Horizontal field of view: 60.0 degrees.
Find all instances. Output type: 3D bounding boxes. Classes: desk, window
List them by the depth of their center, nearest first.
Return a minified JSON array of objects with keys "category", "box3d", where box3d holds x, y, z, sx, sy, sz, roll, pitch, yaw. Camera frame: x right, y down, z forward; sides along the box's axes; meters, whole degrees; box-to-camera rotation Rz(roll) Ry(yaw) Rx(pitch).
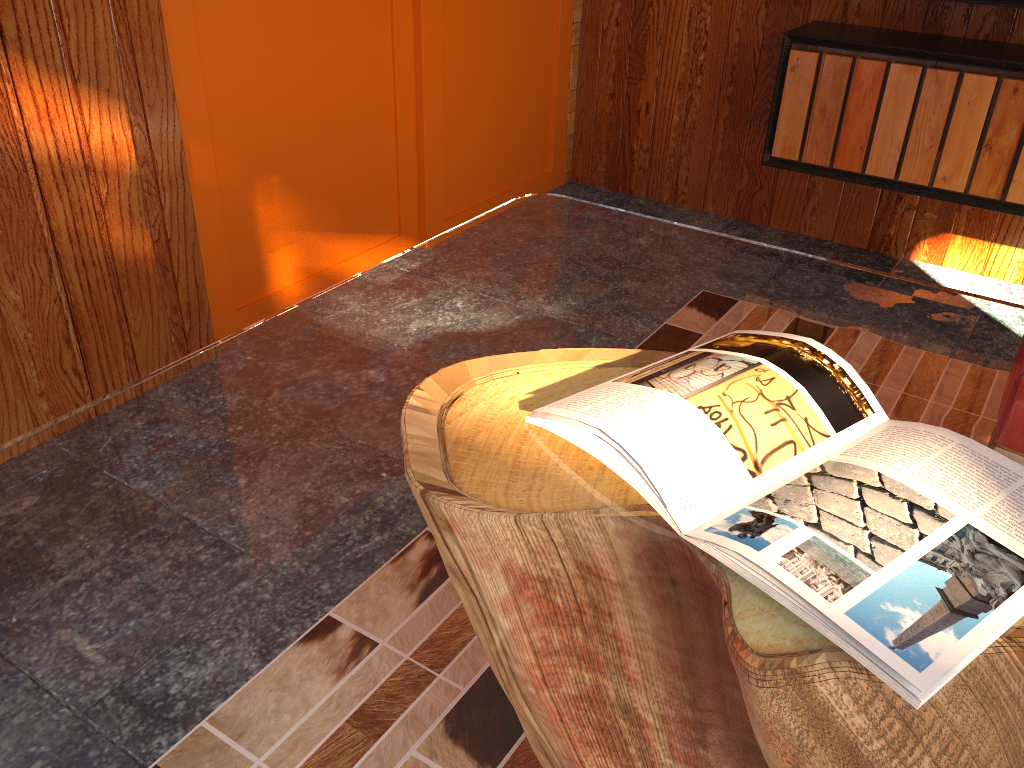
[{"category":"desk","box3d":[0.505,0.472,0.787,1.900,0.632,1.150,20,35,27]},{"category":"window","box3d":[-0.263,-1.338,2.338,0.070,2.164,1.837,20,35,28]}]

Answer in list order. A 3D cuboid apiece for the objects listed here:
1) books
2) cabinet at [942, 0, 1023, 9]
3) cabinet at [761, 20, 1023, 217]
[{"category":"books","box3d":[0.260,0.062,0.796,0.300,0.049,0.422,-20,37,-32]},{"category":"cabinet","box3d":[1.731,-1.039,2.036,1.653,0.390,0.321,20,35,27]},{"category":"cabinet","box3d":[1.550,-0.659,2.392,1.653,0.390,0.321,20,35,27]}]
